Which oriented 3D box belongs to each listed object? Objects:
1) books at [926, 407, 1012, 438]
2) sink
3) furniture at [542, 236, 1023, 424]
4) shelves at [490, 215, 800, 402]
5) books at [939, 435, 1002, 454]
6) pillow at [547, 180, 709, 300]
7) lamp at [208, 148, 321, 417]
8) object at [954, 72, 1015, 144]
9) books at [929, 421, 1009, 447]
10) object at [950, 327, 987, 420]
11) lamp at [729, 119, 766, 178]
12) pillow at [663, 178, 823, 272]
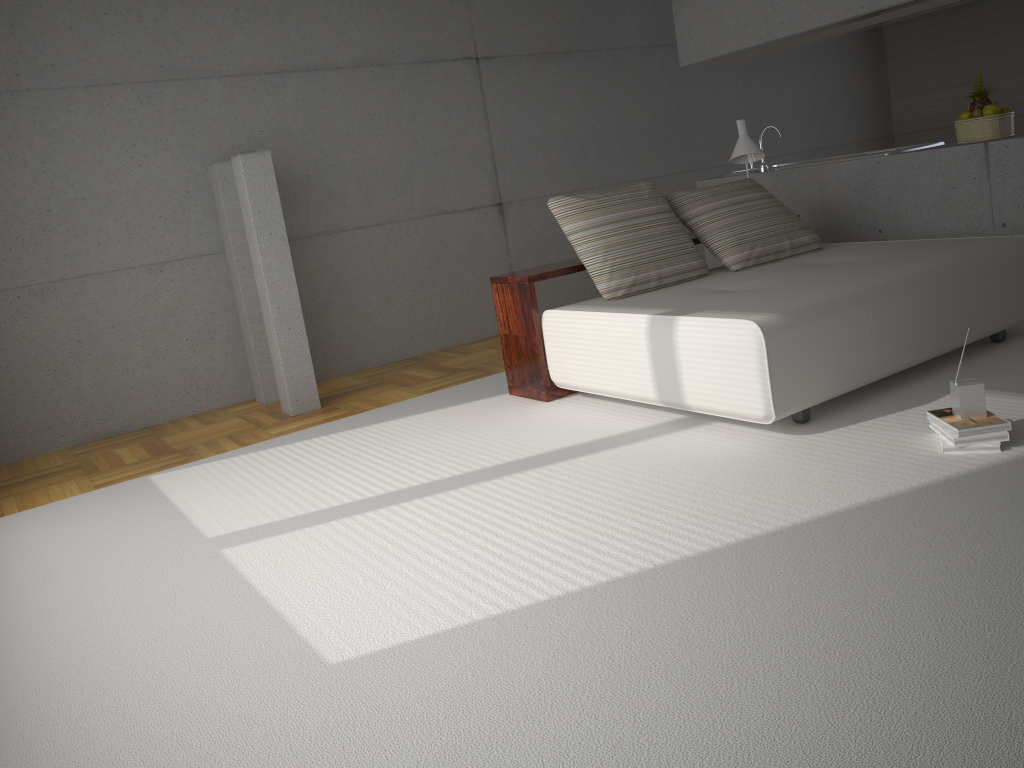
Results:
[{"bbox_3d":[1.700,0.136,3.302,0.189,0.031,0.268,-9,12,3],"label":"books"},{"bbox_3d":[2.399,-1.809,6.911,0.773,0.533,1.709,-16,13,-30],"label":"sink"},{"bbox_3d":[1.500,-0.347,4.804,2.188,0.516,1.619,-16,14,-30],"label":"furniture"},{"bbox_3d":[0.968,-0.544,5.640,2.271,0.707,0.401,-16,11,-31],"label":"shelves"},{"bbox_3d":[1.705,0.200,3.306,0.188,0.031,0.269,-4,13,23],"label":"books"},{"bbox_3d":[0.691,-0.844,5.097,0.808,0.603,0.492,-16,12,-31],"label":"pillow"},{"bbox_3d":[-1.669,-0.671,5.923,0.202,1.673,0.800,-14,10,-30],"label":"lamp"},{"bbox_3d":[3.066,-1.811,5.764,0.333,0.437,0.373,0,13,44],"label":"object"},{"bbox_3d":[1.700,0.169,3.301,0.189,0.031,0.268,-8,12,8],"label":"books"},{"bbox_3d":[1.673,-0.047,3.229,0.090,0.362,0.188,-8,9,10],"label":"object"},{"bbox_3d":[1.641,-1.470,6.064,0.244,0.692,0.327,-2,11,40],"label":"lamp"},{"bbox_3d":[1.438,-1.004,5.499,0.814,0.511,0.580,-16,12,-30],"label":"pillow"}]
